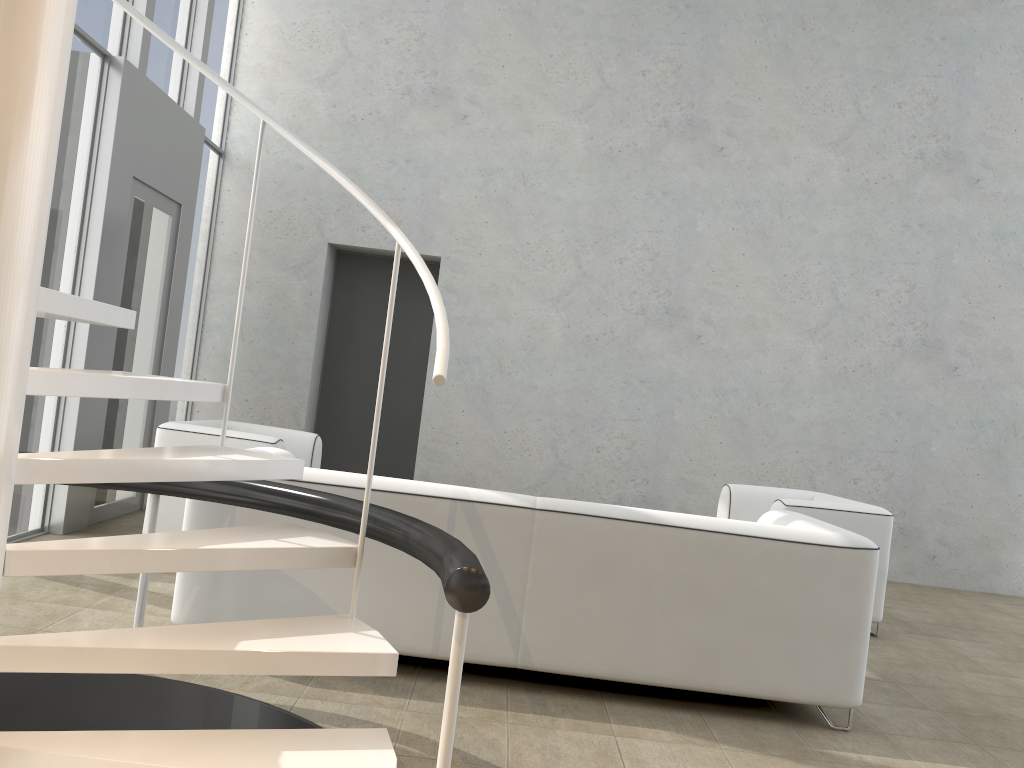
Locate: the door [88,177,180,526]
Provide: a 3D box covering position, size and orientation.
[{"bbox_3d":[-2.415,-0.195,5.655,0.030,2.102,0.804,7,-1,0],"label":"door"}]

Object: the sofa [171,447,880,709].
[{"bbox_3d":[0.052,0.740,3.715,2.601,0.638,0.971,7,-1,0],"label":"sofa"}]

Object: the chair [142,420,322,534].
[{"bbox_3d":[-1.570,0.561,5.085,0.720,0.635,0.829,7,-1,5],"label":"chair"}]

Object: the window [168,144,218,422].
[{"bbox_3d":[-2.468,-0.489,6.640,0.010,2.646,0.605,7,-1,0],"label":"window"}]

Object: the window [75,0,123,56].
[{"bbox_3d":[-2.109,-3.343,4.785,0.010,2.947,0.742,7,-1,0],"label":"window"}]

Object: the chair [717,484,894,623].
[{"bbox_3d":[1.676,0.963,5.198,0.720,0.635,0.829,7,-1,-10],"label":"chair"}]

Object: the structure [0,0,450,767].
[{"bbox_3d":[0.904,0.746,0.448,6.700,6.900,4.916,7,-1,0],"label":"structure"}]

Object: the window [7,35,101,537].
[{"bbox_3d":[-2.457,-0.516,4.652,0.010,2.646,0.556,7,-1,0],"label":"window"}]

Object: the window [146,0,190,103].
[{"bbox_3d":[-2.115,-3.330,5.698,0.010,2.947,0.742,7,-1,0],"label":"window"}]

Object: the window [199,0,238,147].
[{"bbox_3d":[-2.121,-3.318,6.612,0.010,2.947,0.742,7,-1,0],"label":"window"}]

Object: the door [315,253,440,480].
[{"bbox_3d":[-1.136,-0.002,7.344,0.864,2.080,0.040,7,-1,0],"label":"door"}]
